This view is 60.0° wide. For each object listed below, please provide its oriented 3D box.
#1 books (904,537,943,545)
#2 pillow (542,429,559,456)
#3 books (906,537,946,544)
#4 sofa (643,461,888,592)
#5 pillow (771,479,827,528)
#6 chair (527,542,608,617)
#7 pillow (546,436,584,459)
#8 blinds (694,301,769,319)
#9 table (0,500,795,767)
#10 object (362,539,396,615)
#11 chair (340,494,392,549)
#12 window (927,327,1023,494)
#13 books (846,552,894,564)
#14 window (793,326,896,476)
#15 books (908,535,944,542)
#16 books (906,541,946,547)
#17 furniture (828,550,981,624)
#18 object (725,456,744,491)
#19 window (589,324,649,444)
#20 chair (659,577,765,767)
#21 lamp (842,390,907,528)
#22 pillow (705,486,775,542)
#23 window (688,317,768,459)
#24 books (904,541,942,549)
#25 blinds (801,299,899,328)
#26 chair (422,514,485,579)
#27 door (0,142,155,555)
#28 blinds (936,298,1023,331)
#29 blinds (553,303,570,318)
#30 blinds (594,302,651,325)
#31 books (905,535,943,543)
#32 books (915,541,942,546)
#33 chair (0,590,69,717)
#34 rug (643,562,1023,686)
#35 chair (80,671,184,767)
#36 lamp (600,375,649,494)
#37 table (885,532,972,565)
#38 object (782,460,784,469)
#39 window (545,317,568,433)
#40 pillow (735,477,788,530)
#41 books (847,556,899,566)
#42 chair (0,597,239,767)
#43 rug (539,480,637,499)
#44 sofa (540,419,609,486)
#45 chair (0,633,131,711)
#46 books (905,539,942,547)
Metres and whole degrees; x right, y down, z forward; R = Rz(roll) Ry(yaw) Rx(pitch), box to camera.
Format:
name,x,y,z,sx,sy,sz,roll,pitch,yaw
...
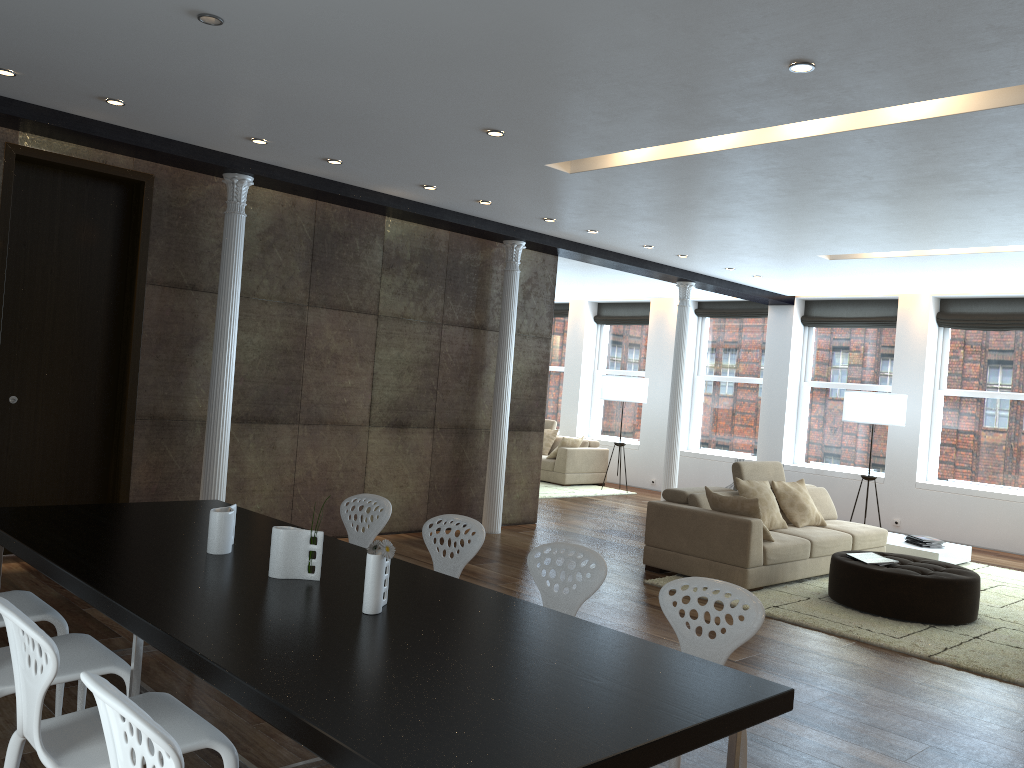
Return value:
name,x,y,z,sx,sy,sz,roll,pitch,yaw
books,4.182,1.596,9.014,0.220,0.010,0.300,5,0,-19
pillow,0.473,0.924,14.351,0.534,0.439,0.301,5,0,42
books,4.208,1.588,9.019,0.220,0.010,0.300,5,0,-29
sofa,2.403,1.210,8.065,2.581,0.950,1.021,5,0,-44
pillow,2.677,1.113,8.323,0.519,0.416,0.368,5,0,-40
chair,0.045,1.075,3.532,0.581,0.835,0.495,5,0,-44
pillow,0.829,0.975,13.640,0.395,0.393,0.518,5,0,42
blinds,3.371,-1.120,13.327,0.156,0.275,1.396,5,0,-44
table,-0.878,1.053,3.182,1.200,0.733,3.400,5,0,-44
object,-0.409,0.606,2.831,0.076,0.233,0.161,5,0,27
chair,-0.958,0.994,4.552,0.581,0.835,0.495,5,0,-44
window,5.864,0.159,10.753,0.123,2.400,1.442,5,0,-44
books,2.729,1.330,6.767,0.220,0.040,0.301,5,0,-9
window,4.588,0.056,12.071,0.123,2.400,1.432,5,0,-44
books,4.210,1.569,9.019,0.220,0.010,0.300,5,0,-4
books,4.205,1.627,9.019,0.220,0.010,0.300,5,0,-24
furniture,2.987,1.536,6.791,1.057,0.355,1.057,5,0,-42
object,3.034,1.345,11.928,0.458,0.781,0.458,5,0,-45
window,1.893,-0.161,14.853,0.123,2.400,1.345,5,0,-44
chair,0.529,1.114,3.025,0.581,0.835,0.495,5,0,-44
lamp,4.259,0.966,10.555,0.698,1.728,0.698,5,0,-20
pillow,1.843,1.057,7.197,0.395,0.393,0.518,5,0,-41
window,3.330,-0.045,13.370,0.123,2.400,1.391,5,0,-44
books,4.179,1.634,9.014,0.220,0.010,0.300,5,0,-9
blinds,4.614,-0.959,12.016,0.183,0.395,1.431,5,0,-44
chair,-0.461,1.034,4.067,0.581,0.835,0.495,5,0,-44
door,-3.279,-0.183,6.380,1.000,2.814,0.510,5,0,-44
blinds,5.901,-0.849,10.709,0.156,0.424,1.439,5,0,-44
blinds,0.690,-1.336,16.095,0.156,0.275,1.442,5,0,-44
blinds,1.930,-1.177,14.810,0.156,0.393,1.342,5,0,-44
books,4.184,1.576,9.014,0.220,0.010,0.300,5,0,-9
books,4.206,1.607,9.019,0.220,0.010,0.300,5,0,6
chair,-2.101,0.902,3.438,0.581,0.835,0.495,5,0,-44
rug,3.587,1.772,7.422,4.231,0.020,2.972,5,0,-44
chair,-0.638,1.020,1.927,0.581,0.835,0.495,5,0,-44
lamp,1.627,0.753,13.273,0.698,1.728,0.698,5,0,-20
table,4.124,1.720,9.196,0.900,0.170,0.900,5,0,-44
object,3.514,1.384,11.746,0.458,0.781,0.458,5,0,-45
window,0.647,-0.262,16.141,0.123,2.400,1.444,5,0,-44
pillow,2.223,1.066,7.897,0.534,0.439,0.301,5,0,-41
books,2.754,1.339,6.771,0.219,0.031,0.300,5,0,-29
chair,-1.125,0.981,2.431,0.581,0.835,0.495,5,0,-44
rug,-0.678,1.428,13.657,2.972,0.020,4.231,5,0,-44
sofa,0.277,1.038,14.525,1.018,0.950,2.581,5,0,-44
chair,-1.613,0.942,2.934,0.581,0.835,0.495,5,0,-44
books,4.181,1.615,9.014,0.220,0.010,0.300,5,0,-9
